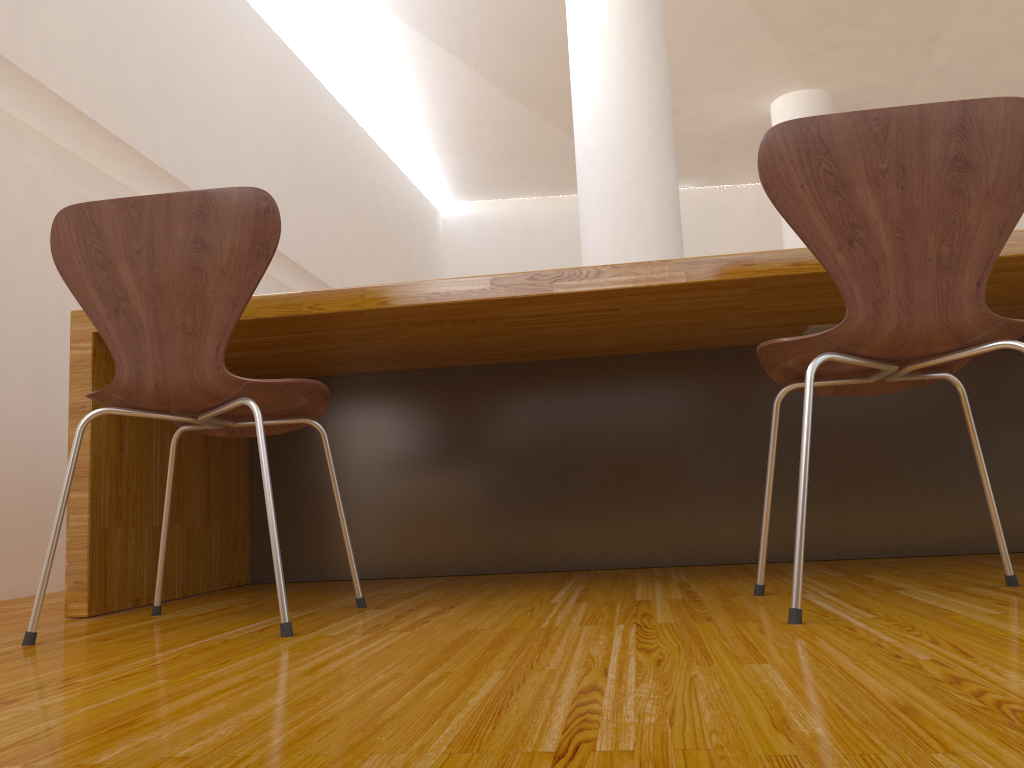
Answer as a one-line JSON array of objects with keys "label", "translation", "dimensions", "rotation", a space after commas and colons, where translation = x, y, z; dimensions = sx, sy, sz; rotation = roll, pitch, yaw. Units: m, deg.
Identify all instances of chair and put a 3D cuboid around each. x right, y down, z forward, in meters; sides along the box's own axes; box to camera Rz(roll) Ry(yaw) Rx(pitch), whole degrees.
[{"label": "chair", "translation": [-0.521, 0.065, 1.539], "dimensions": [0.428, 0.693, 0.381], "rotation": [-4, -8, 8]}, {"label": "chair", "translation": [0.580, -0.017, 1.355], "dimensions": [0.428, 0.693, 0.381], "rotation": [-4, -8, 8]}]

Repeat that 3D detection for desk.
[{"label": "desk", "translation": [0.780, 0.233, 2.280], "dimensions": [3.243, 0.785, 1.527], "rotation": [-4, -8, 8]}]
